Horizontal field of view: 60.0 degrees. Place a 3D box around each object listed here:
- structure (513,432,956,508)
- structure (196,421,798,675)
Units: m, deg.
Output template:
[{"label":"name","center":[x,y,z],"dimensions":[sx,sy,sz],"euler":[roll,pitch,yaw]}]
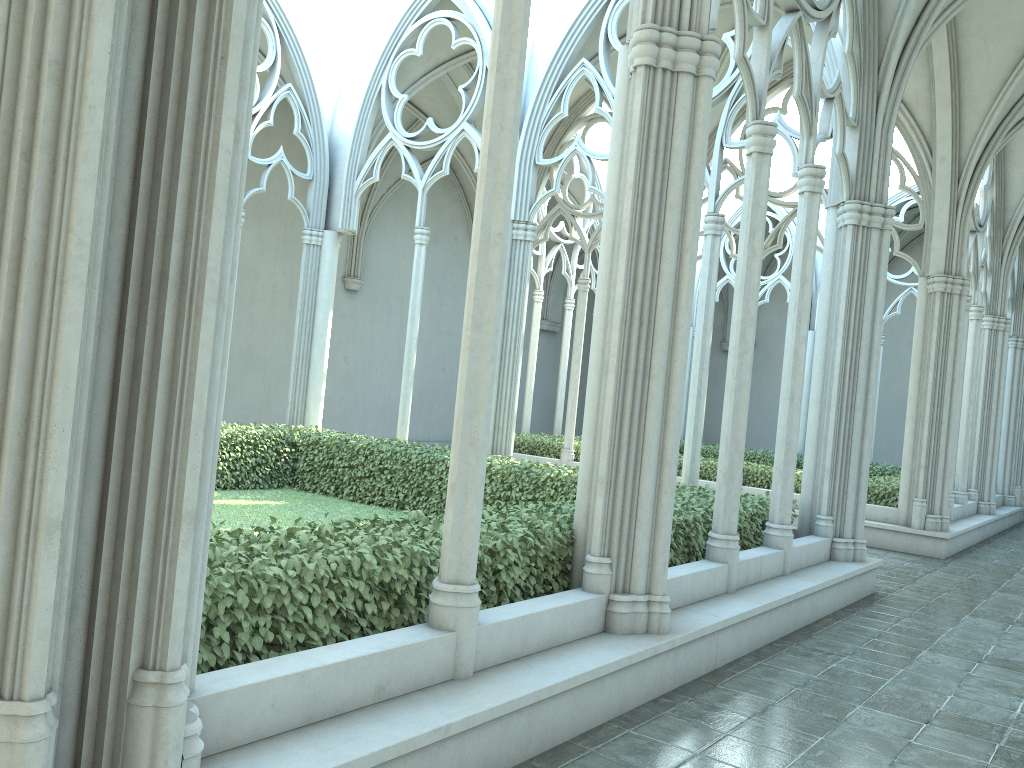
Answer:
[{"label":"structure","center":[5.152,1.952,19.050],"dimensions":[7.995,0.963,8.018],"euler":[5,-1,36]},{"label":"structure","center":[-2.504,1.087,8.498],"dimensions":[7.995,0.963,8.018],"euler":[5,-1,36]}]
